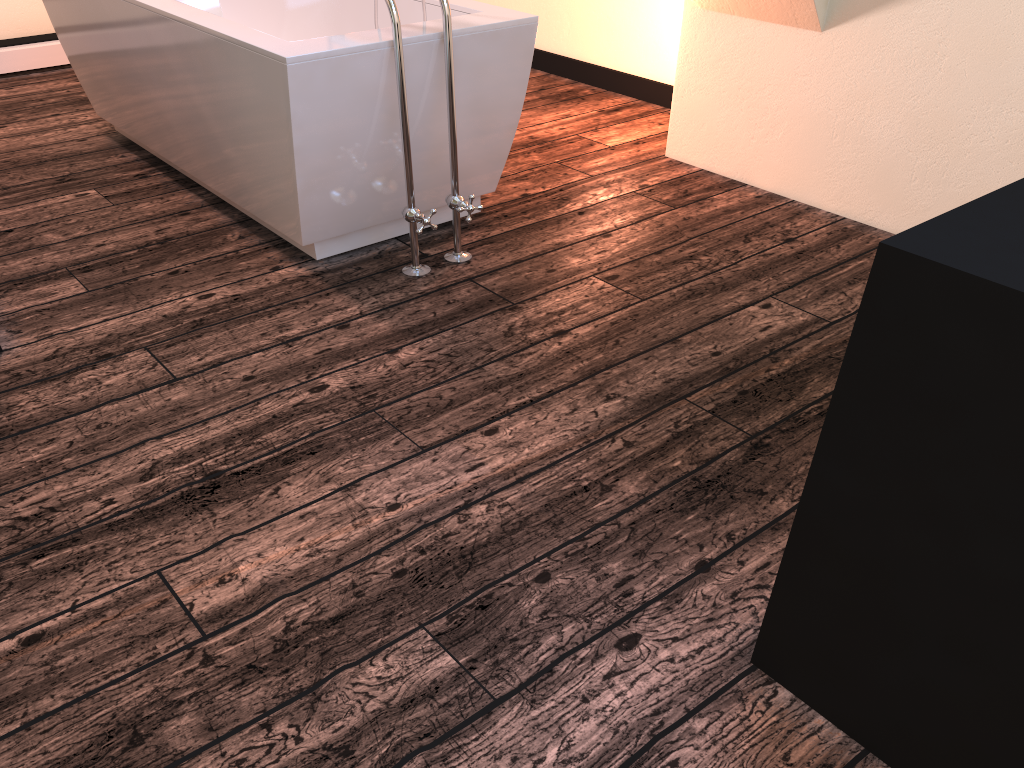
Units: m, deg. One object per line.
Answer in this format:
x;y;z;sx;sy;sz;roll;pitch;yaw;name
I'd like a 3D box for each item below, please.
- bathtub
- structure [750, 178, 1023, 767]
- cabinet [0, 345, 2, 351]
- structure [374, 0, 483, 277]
-0.932;-1.234;3.207;0.792;0.707;2.190;-26;44;-31;bathtub
0.989;0.199;1.200;0.863;0.877;0.791;-26;44;-30;structure
-2.018;-0.831;2.512;0.383;0.941;1.834;-27;44;-31;cabinet
-0.348;-0.944;2.498;0.383;1.142;0.545;-16;40;-20;structure
